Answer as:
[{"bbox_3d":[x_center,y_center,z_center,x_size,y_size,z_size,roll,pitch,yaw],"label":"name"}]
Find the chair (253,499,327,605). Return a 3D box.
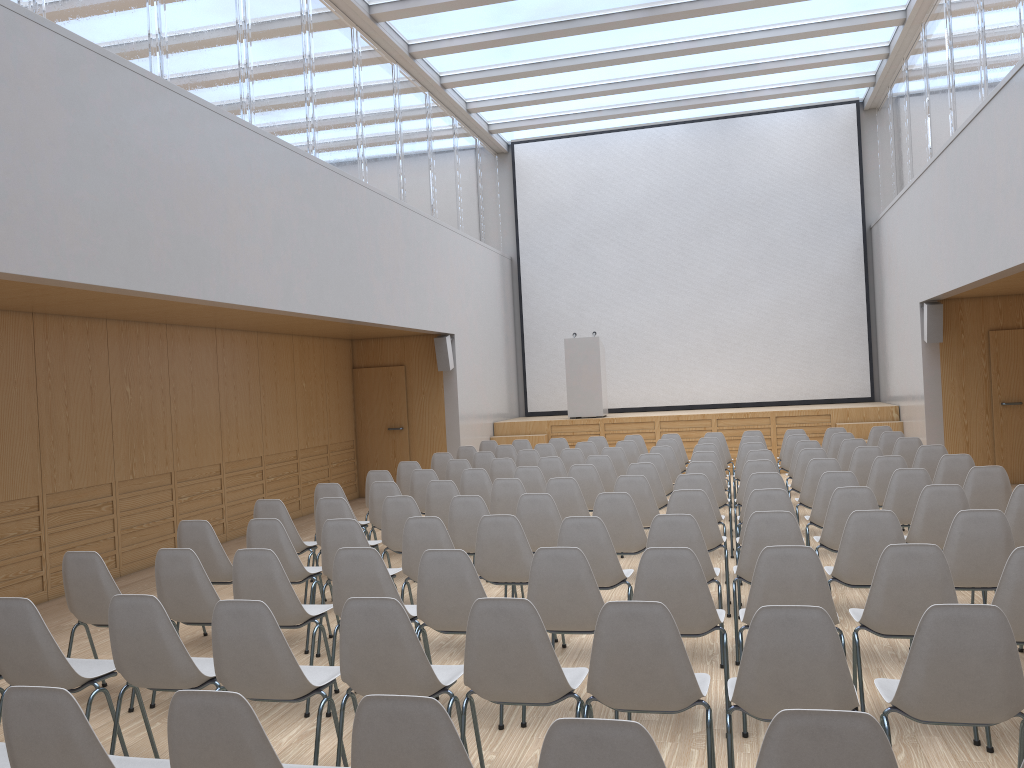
[{"bbox_3d":[-1.769,1.311,6.990,0.479,0.876,0.505,-3,0,14],"label":"chair"}]

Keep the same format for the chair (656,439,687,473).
[{"bbox_3d":[1.997,1.115,11.212,0.479,0.876,0.505,-3,0,14],"label":"chair"}]

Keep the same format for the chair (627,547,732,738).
[{"bbox_3d":[0.794,1.176,4.276,0.479,0.876,0.505,-3,0,14],"label":"chair"}]

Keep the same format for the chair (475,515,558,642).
[{"bbox_3d":[0.003,1.218,5.558,0.479,0.876,0.505,-3,0,14],"label":"chair"}]

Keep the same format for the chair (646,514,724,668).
[{"bbox_3d":[0.994,1.166,5.235,0.479,0.876,0.505,-3,0,14],"label":"chair"}]

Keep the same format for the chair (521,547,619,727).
[{"bbox_3d":[0.302,1.202,4.421,0.479,0.876,0.505,-3,0,14],"label":"chair"}]

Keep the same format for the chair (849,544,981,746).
[{"bbox_3d":[1.810,1.123,4.067,0.479,0.876,0.505,-3,0,14],"label":"chair"}]

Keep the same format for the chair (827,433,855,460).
[{"bbox_3d":[3.992,1.011,10.724,0.479,0.876,0.505,-3,0,14],"label":"chair"}]

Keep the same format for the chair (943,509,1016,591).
[{"bbox_3d":[2.516,1.086,4.849,0.479,0.876,0.505,-3,0,14],"label":"chair"}]

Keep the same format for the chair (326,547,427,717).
[{"bbox_3d":[-0.696,1.254,4.693,0.479,0.876,0.505,-3,0,14],"label":"chair"}]

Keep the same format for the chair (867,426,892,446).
[{"bbox_3d":[4.786,0.969,11.535,0.479,0.876,0.505,-3,0,14],"label":"chair"}]

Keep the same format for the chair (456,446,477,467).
[{"bbox_3d":[-0.516,1.247,11.879,0.479,0.876,0.505,-3,0,14],"label":"chair"}]

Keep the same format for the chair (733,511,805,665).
[{"bbox_3d":[1.524,1.138,5.161,0.479,0.876,0.505,-3,0,14],"label":"chair"}]

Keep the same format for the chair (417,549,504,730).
[{"bbox_3d":[-0.242,1.230,4.518,0.479,0.876,0.505,-3,0,14],"label":"chair"}]

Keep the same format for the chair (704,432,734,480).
[{"bbox_3d":[2.762,1.075,12.008,0.479,0.876,0.505,-3,0,14],"label":"chair"}]

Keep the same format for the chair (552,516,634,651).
[{"bbox_3d":[0.485,1.192,5.322,0.479,0.876,0.505,-3,0,14],"label":"chair"}]

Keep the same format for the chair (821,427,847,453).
[{"bbox_3d":[4.267,0.996,11.696,0.479,0.876,0.505,-3,0,14],"label":"chair"}]

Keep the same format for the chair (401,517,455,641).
[{"bbox_3d":[-0.456,1.242,5.645,0.479,0.876,0.505,-3,0,14],"label":"chair"}]

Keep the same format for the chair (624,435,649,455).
[{"bbox_3d":[1.739,1.129,12.338,0.479,0.876,0.505,-3,0,14],"label":"chair"}]

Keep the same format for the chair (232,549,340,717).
[{"bbox_3d":[-1.245,1.283,4.814,0.479,0.876,0.505,-3,0,14],"label":"chair"}]

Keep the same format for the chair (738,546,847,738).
[{"bbox_3d":[1.305,1.149,4.167,0.479,0.876,0.505,-3,0,14],"label":"chair"}]

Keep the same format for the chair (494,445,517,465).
[{"bbox_3d":[-0.011,1.220,11.722,0.479,0.876,0.505,-3,0,14],"label":"chair"}]

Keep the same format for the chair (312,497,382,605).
[{"bbox_3d":[-1.267,1.285,6.883,0.479,0.876,0.505,-3,0,14],"label":"chair"}]

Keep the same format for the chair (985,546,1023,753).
[{"bbox_3d":[2.262,1.099,3.882,0.479,0.876,0.505,-3,0,14],"label":"chair"}]

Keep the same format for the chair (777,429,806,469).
[{"bbox_3d":[3.771,1.022,11.793,0.479,0.876,0.505,-3,0,14],"label":"chair"}]

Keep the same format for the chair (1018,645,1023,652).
[{"bbox_3d":[3.023,1.059,4.791,0.479,0.876,0.505,-3,0,14],"label":"chair"}]

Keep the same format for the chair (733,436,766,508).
[{"bbox_3d":[2.979,1.064,10.963,0.479,0.876,0.505,-3,0,14],"label":"chair"}]

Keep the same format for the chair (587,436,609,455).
[{"bbox_3d":[1.248,1.155,12.434,0.479,0.876,0.505,-3,0,14],"label":"chair"}]

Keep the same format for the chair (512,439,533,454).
[{"bbox_3d":[0.205,1.209,12.615,0.479,0.876,0.505,-3,0,14],"label":"chair"}]

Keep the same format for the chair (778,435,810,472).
[{"bbox_3d":[3.484,1.037,10.793,0.479,0.876,0.505,-3,0,14],"label":"chair"}]

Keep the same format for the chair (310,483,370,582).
[{"bbox_3d":[-1.524,1.298,7.980,0.479,0.876,0.505,-3,0,14],"label":"chair"}]

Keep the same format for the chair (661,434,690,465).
[{"bbox_3d":[2.216,1.104,12.168,0.479,0.876,0.505,-3,0,14],"label":"chair"}]

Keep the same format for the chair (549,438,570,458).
[{"bbox_3d":[0.716,1.182,12.527,0.479,0.876,0.505,-3,0,14],"label":"chair"}]

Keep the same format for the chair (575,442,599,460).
[{"bbox_3d":[1.009,1.167,11.482,0.479,0.876,0.505,-3,0,14],"label":"chair"}]

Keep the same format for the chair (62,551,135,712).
[{"bbox_3d":[-2.240,1.335,5.025,0.479,0.876,0.505,-3,0,14],"label":"chair"}]

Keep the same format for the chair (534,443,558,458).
[{"bbox_3d":[0.489,1.194,11.553,0.479,0.876,0.505,-3,0,14],"label":"chair"}]

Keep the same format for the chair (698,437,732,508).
[{"bbox_3d":[2.493,1.089,11.115,0.479,0.876,0.505,-3,0,14],"label":"chair"}]

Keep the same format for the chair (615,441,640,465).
[{"bbox_3d":[1.502,1.141,11.296,0.479,0.876,0.505,-3,0,14],"label":"chair"}]

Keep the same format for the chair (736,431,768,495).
[{"bbox_3d":[3.256,1.049,11.943,0.479,0.876,0.505,-3,0,14],"label":"chair"}]

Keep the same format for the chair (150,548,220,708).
[{"bbox_3d":[-1.708,1.307,4.961,0.479,0.876,0.505,-3,0,14],"label":"chair"}]

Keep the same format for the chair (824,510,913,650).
[{"bbox_3d":[2.024,1.112,5.016,0.479,0.876,0.505,-3,0,14],"label":"chair"}]

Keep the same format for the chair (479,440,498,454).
[{"bbox_3d":[-0.252,1.233,12.815,0.479,0.876,0.505,-3,0,14],"label":"chair"}]
